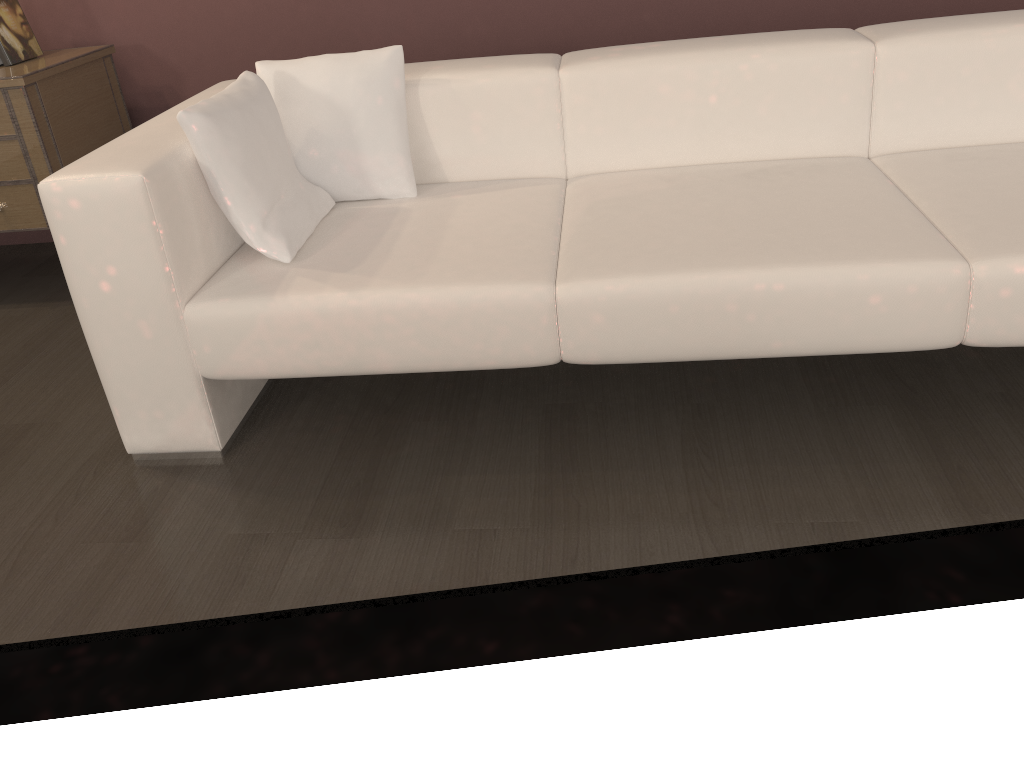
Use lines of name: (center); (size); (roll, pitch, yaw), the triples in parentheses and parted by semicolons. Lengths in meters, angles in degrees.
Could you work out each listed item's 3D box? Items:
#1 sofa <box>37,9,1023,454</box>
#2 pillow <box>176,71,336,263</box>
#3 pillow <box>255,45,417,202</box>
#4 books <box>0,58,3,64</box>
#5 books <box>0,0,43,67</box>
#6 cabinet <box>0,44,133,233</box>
sofa: (0.499, -0.412, 2.053); (2.779, 0.622, 0.989); (-2, 29, 7)
pillow: (-0.561, -0.493, 1.974); (0.185, 0.342, 0.394); (-4, 28, 6)
pillow: (-0.439, -0.639, 2.205); (0.376, 0.345, 0.177); (-4, 26, 6)
books: (-1.668, -1.135, 2.725); (0.178, 0.276, 0.214); (-3, 27, 7)
books: (-1.563, -1.115, 2.720); (0.068, 0.227, 0.181); (-3, 27, 7)
cabinet: (-2.072, -0.650, 2.939); (1.526, 0.698, 0.557); (-2, 27, 7)
